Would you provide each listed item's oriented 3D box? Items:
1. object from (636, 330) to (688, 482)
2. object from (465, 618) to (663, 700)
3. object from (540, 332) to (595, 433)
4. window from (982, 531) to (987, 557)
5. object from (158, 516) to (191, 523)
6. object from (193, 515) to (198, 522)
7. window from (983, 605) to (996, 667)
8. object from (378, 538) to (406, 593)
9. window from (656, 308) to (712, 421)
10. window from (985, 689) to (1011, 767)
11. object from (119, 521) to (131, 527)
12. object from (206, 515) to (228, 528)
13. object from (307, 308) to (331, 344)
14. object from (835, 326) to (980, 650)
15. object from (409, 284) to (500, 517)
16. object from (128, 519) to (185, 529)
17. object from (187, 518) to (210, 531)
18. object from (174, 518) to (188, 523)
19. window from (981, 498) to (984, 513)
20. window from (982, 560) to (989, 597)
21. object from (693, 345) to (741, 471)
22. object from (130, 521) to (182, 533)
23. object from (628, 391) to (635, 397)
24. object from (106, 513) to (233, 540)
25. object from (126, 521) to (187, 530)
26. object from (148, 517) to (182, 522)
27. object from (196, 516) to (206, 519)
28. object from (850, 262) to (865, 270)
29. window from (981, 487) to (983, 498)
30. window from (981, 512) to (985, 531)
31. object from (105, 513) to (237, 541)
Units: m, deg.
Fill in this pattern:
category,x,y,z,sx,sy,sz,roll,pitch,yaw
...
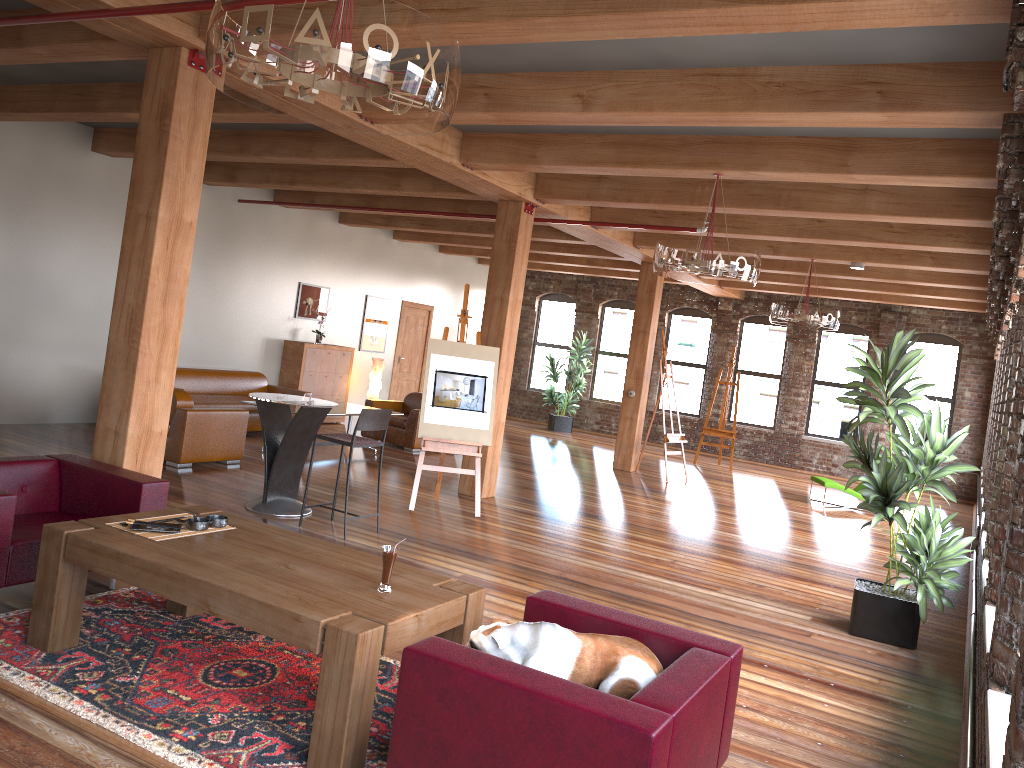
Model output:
category,x,y,z,sx,sy,sz,roll,pitch,yaw
object,2.259,0.287,12.942,0.687,2.140,0.660,8,0,38
object,0.175,1.028,3.253,0.754,0.297,0.365,8,2,0
object,1.097,-0.090,18.170,1.081,2.103,0.966,8,0,6
window,3.679,0.107,6.399,0.236,2.215,0.966,8,0,28
object,-1.626,0.650,4.241,0.007,0.008,0.270,8,3,17
object,-1.463,0.633,4.119,0.045,0.080,0.137,8,2,-7
window,2.314,0.032,3.811,0.236,2.215,0.966,8,0,28
object,-0.497,0.727,3.586,0.075,0.232,0.095,8,0,-29
window,3.464,-0.427,17.769,0.971,2.227,0.220,8,0,28
window,1.631,-0.005,2.516,0.236,2.215,0.966,8,0,28
object,-1.755,0.635,4.018,0.018,0.021,0.059,8,2,14
object,-1.418,0.661,4.254,0.098,0.043,0.099,6,3,-36
object,-2.948,-0.910,13.533,0.371,0.589,0.297,8,1,22
object,2.719,0.682,6.038,0.970,2.103,1.077,8,1,41
object,-0.515,0.101,8.408,0.701,2.140,0.686,8,0,-12
object,-1.623,0.641,4.051,0.270,0.008,0.007,8,1,2
object,-1.470,0.658,4.148,0.098,0.043,0.099,7,2,-24
object,-1.568,0.646,4.248,0.045,0.030,0.153,8,2,12
window,5.045,0.182,8.990,0.237,2.215,0.966,8,0,28
window,2.996,0.070,5.104,0.236,2.215,0.966,8,0,28
object,3.692,0.377,15.404,0.663,2.140,0.683,8,0,23
object,-1.619,0.655,4.031,0.212,0.018,0.154,7,3,-17
object,1.751,0.143,13.004,0.096,0.095,0.061,9,1,28
object,-1.587,0.665,4.144,0.333,0.003,0.470,9,3,28
object,-1.613,0.644,4.025,0.270,0.008,0.007,8,1,-6
object,-1.659,0.647,4.217,0.007,0.008,0.270,8,3,23
object,-1.510,0.656,4.319,0.059,0.021,0.018,7,1,-20
object,4.067,-1.395,10.424,0.146,0.072,0.147,9,2,28
window,5.725,0.220,10.286,0.231,2.215,0.966,8,0,28
window,4.360,0.145,7.695,0.232,2.215,0.966,8,0,28
object,-1.586,0.665,4.143,0.353,0.001,0.468,9,3,28
